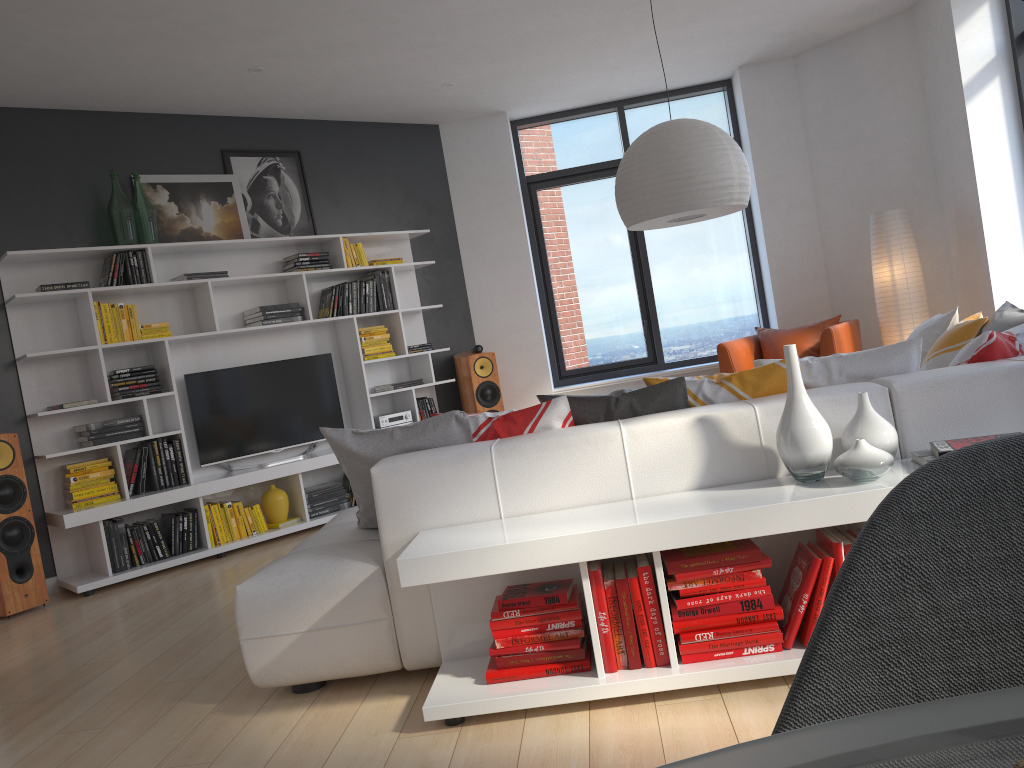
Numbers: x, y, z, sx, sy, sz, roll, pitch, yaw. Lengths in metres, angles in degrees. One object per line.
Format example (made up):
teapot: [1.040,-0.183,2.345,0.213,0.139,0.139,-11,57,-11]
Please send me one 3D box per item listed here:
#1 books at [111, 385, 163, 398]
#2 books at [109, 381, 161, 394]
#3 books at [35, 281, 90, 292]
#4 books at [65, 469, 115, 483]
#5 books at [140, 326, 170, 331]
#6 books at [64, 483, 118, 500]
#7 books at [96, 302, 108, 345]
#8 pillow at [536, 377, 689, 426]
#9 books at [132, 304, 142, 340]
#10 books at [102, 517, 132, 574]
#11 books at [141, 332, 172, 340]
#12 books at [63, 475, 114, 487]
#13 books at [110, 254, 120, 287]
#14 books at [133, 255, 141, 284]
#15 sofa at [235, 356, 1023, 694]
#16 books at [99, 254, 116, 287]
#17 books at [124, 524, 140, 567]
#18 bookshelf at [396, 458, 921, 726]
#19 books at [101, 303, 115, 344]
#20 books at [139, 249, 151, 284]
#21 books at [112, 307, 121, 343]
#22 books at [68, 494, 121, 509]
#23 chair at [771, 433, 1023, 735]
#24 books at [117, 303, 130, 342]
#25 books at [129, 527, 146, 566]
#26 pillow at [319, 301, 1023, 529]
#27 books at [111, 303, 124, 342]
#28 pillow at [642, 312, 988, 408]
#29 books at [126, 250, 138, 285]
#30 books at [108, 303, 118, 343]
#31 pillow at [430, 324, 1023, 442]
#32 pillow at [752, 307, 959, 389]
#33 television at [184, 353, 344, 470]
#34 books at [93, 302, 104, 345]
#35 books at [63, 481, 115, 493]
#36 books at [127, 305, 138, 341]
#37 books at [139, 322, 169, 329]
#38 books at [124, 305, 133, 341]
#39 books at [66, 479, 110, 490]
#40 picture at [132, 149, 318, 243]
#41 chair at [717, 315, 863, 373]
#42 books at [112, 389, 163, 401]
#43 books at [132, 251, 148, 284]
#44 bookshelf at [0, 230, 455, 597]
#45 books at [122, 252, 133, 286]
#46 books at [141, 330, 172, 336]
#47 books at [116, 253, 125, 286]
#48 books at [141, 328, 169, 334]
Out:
books: [-2.394,0.048,5.657,0.270,0.025,0.189,-12,3,-41]
books: [-2.416,0.023,5.665,0.266,0.030,0.209,-12,3,-41]
books: [-2.747,-0.578,5.419,0.268,0.046,0.208,-11,3,-36]
books: [-2.610,0.567,5.481,0.250,0.035,0.185,-11,3,-36]
books: [-2.332,-0.353,5.750,0.187,0.014,0.134,-11,3,-40]
books: [-2.596,0.662,5.470,0.255,0.044,0.198,-11,3,-40]
books: [-2.592,-0.367,5.550,0.025,0.270,0.213,-11,3,-40]
pillow: [1.165,0.067,3.141,2.120,0.436,0.608,-9,2,1]
books: [-2.432,-0.382,5.689,0.024,0.234,0.172,-11,3,-40]
books: [-2.451,0.986,5.427,0.128,0.321,0.259,-11,3,-40]
books: [-2.325,-0.301,5.751,0.190,0.033,0.147,-11,3,-40]
books: [-2.615,0.595,5.476,0.251,0.019,0.180,-11,3,-40]
books: [-2.537,-0.705,5.632,0.087,0.214,0.171,-11,3,-39]
books: [-2.433,-0.720,5.704,0.021,0.200,0.147,-11,3,-40]
sofa: [0.869,0.355,3.998,3.424,0.732,2.614,-9,2,5]
books: [-2.557,-0.701,5.607,0.096,0.213,0.166,-12,3,-41]
books: [-2.377,0.993,5.481,0.053,0.268,0.202,-11,3,-40]
bookshelf: [1.015,0.510,2.502,2.600,0.500,0.356,-9,2,5]
books: [-2.568,-0.365,5.576,0.044,0.255,0.198,-11,3,-40]
books: [-2.389,-0.744,5.735,0.019,0.230,0.174,-11,3,-40]
books: [-2.516,-0.359,5.594,0.024,0.229,0.156,-11,3,-40]
books: [-2.575,0.722,5.463,0.270,0.029,0.204,-11,3,-35]
chair: [0.440,0.492,0.398,0.655,0.891,0.619,-9,2,12]
books: [-2.492,-0.378,5.636,0.035,0.250,0.185,-11,3,-40]
books: [-2.348,1.004,5.499,0.053,0.240,0.189,-11,3,-39]
pillow: [0.776,0.113,3.503,2.953,0.453,0.647,-10,2,-7]
books: [-2.514,-0.374,5.621,0.019,0.251,0.180,-11,3,-40]
pillow: [1.411,0.020,3.656,2.095,0.440,0.630,-11,3,-38]
books: [-2.457,-0.730,5.692,0.025,0.232,0.176,-11,3,-40]
books: [-2.546,-0.372,5.598,0.015,0.263,0.199,-11,3,-40]
pillow: [0.848,0.146,3.165,2.250,0.449,0.575,-9,2,3]
pillow: [1.624,-0.043,3.885,0.580,0.456,2.156,-8,3,31]
television: [-1.714,0.201,6.270,1.102,0.704,0.207,-11,3,-40]
books: [-2.607,-0.364,5.526,0.029,0.270,0.204,-11,3,-40]
books: [-2.612,0.635,5.478,0.263,0.015,0.198,-11,3,-36]
books: [-2.450,-0.378,5.670,0.024,0.234,0.172,-11,3,-40]
books: [-2.346,-0.371,5.756,0.186,0.026,0.138,-11,3,-40]
books: [-2.471,-0.376,5.657,0.023,0.239,0.169,-11,3,-40]
books: [-2.609,0.616,5.455,0.228,0.024,0.152,-11,3,-35]
picture: [-2.011,-1.322,6.300,1.279,0.707,0.076,-11,3,-40]
chair: [2.168,-0.042,6.713,0.896,0.858,0.843,-8,3,37]
books: [-2.390,0.073,5.656,0.263,0.026,0.189,-12,3,-41]
books: [-2.413,-0.732,5.723,0.038,0.218,0.169,-11,3,-40]
bookshelf: [-1.667,0.020,6.184,3.000,2.052,0.455,-11,3,-40]
books: [-2.472,-0.721,5.672,0.021,0.221,0.156,-11,3,-40]
books: [-2.330,-0.323,5.754,0.196,0.011,0.148,-11,3,-39]
books: [-2.507,-0.711,5.641,0.074,0.212,0.154,-12,3,-41]
books: [-2.324,-0.337,5.735,0.169,0.018,0.113,-11,3,-38]
